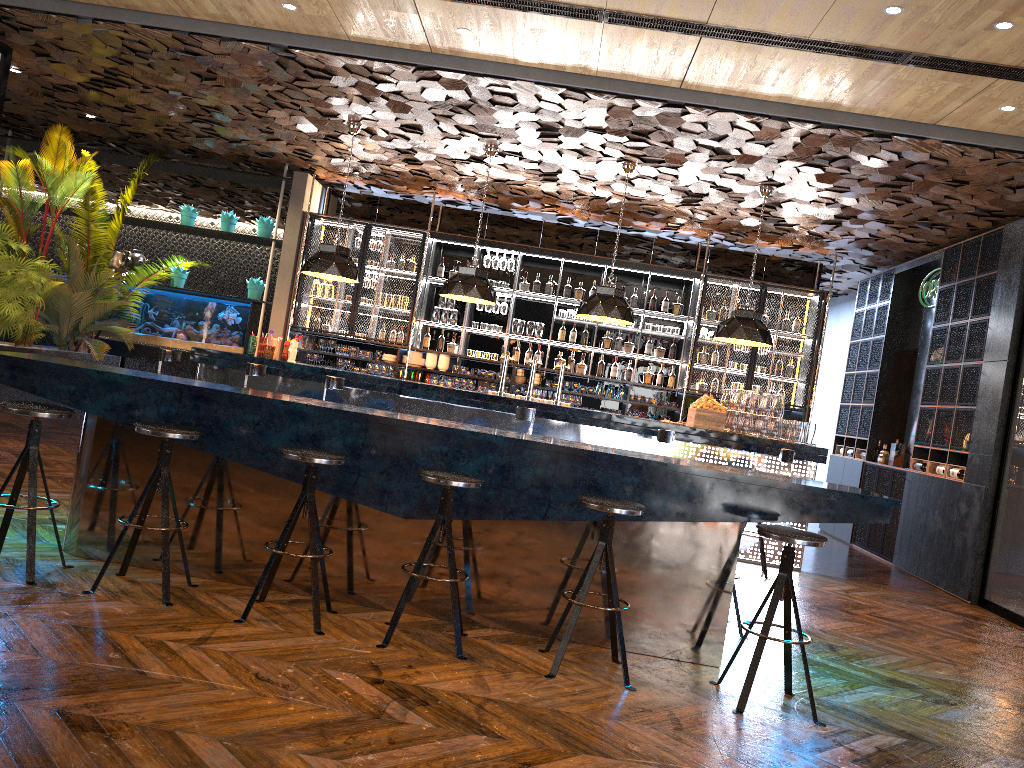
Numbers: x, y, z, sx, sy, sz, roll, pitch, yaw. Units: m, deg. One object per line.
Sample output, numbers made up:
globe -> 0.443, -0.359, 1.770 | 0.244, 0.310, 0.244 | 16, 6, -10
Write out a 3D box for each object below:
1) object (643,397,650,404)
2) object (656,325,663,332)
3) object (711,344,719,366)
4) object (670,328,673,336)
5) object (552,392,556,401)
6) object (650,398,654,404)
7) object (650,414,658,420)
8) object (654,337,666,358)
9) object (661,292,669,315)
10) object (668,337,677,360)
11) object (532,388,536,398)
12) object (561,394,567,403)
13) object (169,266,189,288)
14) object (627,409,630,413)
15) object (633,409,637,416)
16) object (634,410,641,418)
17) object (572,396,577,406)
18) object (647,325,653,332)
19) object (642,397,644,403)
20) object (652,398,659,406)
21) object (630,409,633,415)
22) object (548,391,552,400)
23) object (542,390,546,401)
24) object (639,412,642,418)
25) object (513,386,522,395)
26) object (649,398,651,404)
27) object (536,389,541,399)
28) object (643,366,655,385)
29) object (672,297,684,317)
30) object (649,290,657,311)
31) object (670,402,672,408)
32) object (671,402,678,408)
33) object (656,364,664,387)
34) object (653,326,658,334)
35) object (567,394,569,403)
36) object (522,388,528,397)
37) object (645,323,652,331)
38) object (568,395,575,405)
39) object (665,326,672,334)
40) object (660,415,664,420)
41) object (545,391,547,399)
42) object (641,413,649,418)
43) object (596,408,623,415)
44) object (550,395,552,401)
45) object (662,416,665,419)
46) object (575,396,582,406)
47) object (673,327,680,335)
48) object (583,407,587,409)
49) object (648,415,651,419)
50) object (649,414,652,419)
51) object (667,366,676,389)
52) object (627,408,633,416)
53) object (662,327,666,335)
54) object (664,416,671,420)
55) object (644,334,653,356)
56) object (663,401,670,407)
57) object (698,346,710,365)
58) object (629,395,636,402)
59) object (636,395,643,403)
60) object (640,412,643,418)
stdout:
object -> 1.706, 0.208, 11.233 | 0.084, 0.082, 0.084 | 9, 0, 20
object -> 1.893, -0.707, 11.403 | 0.089, 0.092, 0.089 | 9, 0, 2
object -> 2.620, -0.363, 11.412 | 0.086, 0.298, 0.086 | 9, 0, -39
object -> 2.089, -0.675, 11.526 | 0.089, 0.092, 0.089 | 9, 0, 42
object -> 0.554, 0.223, 11.301 | 0.091, 0.229, 0.091 | 9, 0, -11
object -> 1.811, 0.225, 11.326 | 0.084, 0.082, 0.084 | 9, 0, 9
object -> 1.794, 0.461, 11.257 | 0.106, 0.148, 0.106 | 9, 0, 12
object -> 1.908, -0.468, 11.418 | 0.123, 0.279, 0.123 | 9, 0, -8
object -> 1.988, -1.044, 11.467 | 0.086, 0.298, 0.086 | 9, 0, -39
object -> 2.078, -0.452, 11.427 | 0.086, 0.299, 0.086 | 9, 0, -39
object -> 0.273, 0.175, 11.304 | 0.058, 0.234, 0.058 | 9, 0, -45
object -> 0.656, 0.239, 11.302 | 0.091, 0.229, 0.091 | 9, 0, -40
object -> -4.384, -1.410, 11.639 | 0.265, 0.325, 0.245 | 9, 0, -33
object -> 1.495, 0.402, 11.414 | 0.089, 0.174, 0.089 | 9, 0, -37
object -> 1.578, 0.415, 11.378 | 0.089, 0.174, 0.089 | 9, 0, -37
object -> 1.595, 0.417, 11.280 | 0.089, 0.174, 0.089 | 9, 0, -37
object -> 0.790, 0.261, 11.406 | 0.091, 0.229, 0.091 | 9, 0, -4
object -> 1.779, -0.725, 11.519 | 0.089, 0.092, 0.089 | 9, 0, -43
object -> 1.712, 0.210, 11.427 | 0.084, 0.082, 0.084 | 9, 0, 0
object -> 1.824, 0.226, 11.228 | 0.084, 0.082, 0.084 | 9, 0, -15
object -> 1.501, 0.402, 11.320 | 0.089, 0.174, 0.089 | 9, 0, -37
object -> 0.472, 0.208, 11.285 | 0.049, 0.231, 0.049 | 9, 0, -2
object -> 0.398, 0.196, 11.289 | 0.049, 0.231, 0.049 | 9, 0, 14
object -> 1.688, 0.446, 11.495 | 0.106, 0.148, 0.106 | 9, 0, 21
object -> 0.062, 0.144, 11.328 | 0.108, 0.227, 0.108 | 9, 0, -6
object -> 1.729, 0.212, 11.330 | 0.084, 0.082, 0.084 | 9, 0, 30
object -> 0.330, 0.184, 11.310 | 0.058, 0.234, 0.058 | 9, 0, 6
object -> 1.763, -0.107, 11.432 | 0.151, 0.248, 0.094 | 9, 0, 12
object -> 2.140, -0.993, 11.427 | 0.151, 0.248, 0.094 | 9, 0, 31
object -> 1.824, -1.070, 11.446 | 0.086, 0.299, 0.086 | 9, 0, -39
object -> 2.055, 0.270, 11.302 | 0.098, 0.070, 0.088 | 9, 0, 30
object -> 2.053, 0.269, 11.204 | 0.088, 0.070, 0.098 | 9, 0, 13
object -> 1.920, -0.107, 11.440 | 0.086, 0.298, 0.086 | 9, 0, -39
object -> 1.878, -0.709, 11.548 | 0.089, 0.092, 0.089 | 9, 0, -12
object -> 0.697, 0.246, 11.413 | 0.091, 0.229, 0.091 | 9, 0, 35
object -> 0.175, 0.163, 11.324 | 0.108, 0.227, 0.108 | 9, 0, -27
object -> 1.749, -0.731, 11.381 | 0.089, 0.092, 0.089 | 9, 0, -12
object -> 0.747, 0.253, 11.296 | 0.091, 0.229, 0.091 | 9, 0, 30
object -> 2.005, -0.690, 11.360 | 0.089, 0.092, 0.089 | 9, 0, 42
object -> 1.962, 0.488, 11.474 | 0.107, 0.152, 0.107 | 9, 0, 9
object -> 0.412, 0.199, 11.416 | 0.049, 0.231, 0.049 | 9, 0, 39
object -> 1.678, 0.443, 11.261 | 0.106, 0.148, 0.106 | 9, 0, 21
object -> 1.236, 0.380, 11.362 | 0.356, 0.134, 0.206 | 9, 0, 10
object -> 0.477, 0.209, 11.350 | 0.049, 0.231, 0.049 | 9, 0, 7
object -> 1.960, 0.487, 11.344 | 0.107, 0.152, 0.107 | 9, 0, 17
object -> 0.842, 0.269, 11.290 | 0.091, 0.229, 0.091 | 9, 0, -25
object -> 2.105, -0.674, 11.362 | 0.089, 0.092, 0.089 | 9, 0, -12
object -> 0.921, 0.347, 11.266 | 0.067, 0.100, 0.067 | 9, 0, -5
object -> 1.801, 0.464, 11.489 | 0.106, 0.148, 0.106 | 9, 0, 42
object -> 1.798, 0.463, 11.374 | 0.106, 0.148, 0.106 | 9, 0, 31
object -> 2.063, -0.084, 11.419 | 0.080, 0.299, 0.080 | 9, 0, 5
object -> 1.486, 0.399, 11.225 | 0.089, 0.174, 0.089 | 9, 0, -37
object -> 1.980, -0.693, 11.519 | 0.089, 0.092, 0.089 | 9, 0, -12
object -> 1.956, 0.485, 11.227 | 0.107, 0.152, 0.107 | 9, 0, 28
object -> 1.771, -0.500, 11.445 | 0.086, 0.298, 0.086 | 9, 0, -39
object -> 1.955, 0.253, 11.258 | 0.088, 0.070, 0.098 | 9, 0, 38
object -> 2.463, -0.363, 11.405 | 0.151, 0.248, 0.094 | 9, 0, 12
object -> 1.530, 0.180, 11.245 | 0.084, 0.082, 0.084 | 9, 0, -5
object -> 1.610, 0.193, 11.239 | 0.084, 0.082, 0.084 | 9, 0, 4
object -> 1.685, 0.445, 11.377 | 0.106, 0.148, 0.106 | 9, 0, 35
